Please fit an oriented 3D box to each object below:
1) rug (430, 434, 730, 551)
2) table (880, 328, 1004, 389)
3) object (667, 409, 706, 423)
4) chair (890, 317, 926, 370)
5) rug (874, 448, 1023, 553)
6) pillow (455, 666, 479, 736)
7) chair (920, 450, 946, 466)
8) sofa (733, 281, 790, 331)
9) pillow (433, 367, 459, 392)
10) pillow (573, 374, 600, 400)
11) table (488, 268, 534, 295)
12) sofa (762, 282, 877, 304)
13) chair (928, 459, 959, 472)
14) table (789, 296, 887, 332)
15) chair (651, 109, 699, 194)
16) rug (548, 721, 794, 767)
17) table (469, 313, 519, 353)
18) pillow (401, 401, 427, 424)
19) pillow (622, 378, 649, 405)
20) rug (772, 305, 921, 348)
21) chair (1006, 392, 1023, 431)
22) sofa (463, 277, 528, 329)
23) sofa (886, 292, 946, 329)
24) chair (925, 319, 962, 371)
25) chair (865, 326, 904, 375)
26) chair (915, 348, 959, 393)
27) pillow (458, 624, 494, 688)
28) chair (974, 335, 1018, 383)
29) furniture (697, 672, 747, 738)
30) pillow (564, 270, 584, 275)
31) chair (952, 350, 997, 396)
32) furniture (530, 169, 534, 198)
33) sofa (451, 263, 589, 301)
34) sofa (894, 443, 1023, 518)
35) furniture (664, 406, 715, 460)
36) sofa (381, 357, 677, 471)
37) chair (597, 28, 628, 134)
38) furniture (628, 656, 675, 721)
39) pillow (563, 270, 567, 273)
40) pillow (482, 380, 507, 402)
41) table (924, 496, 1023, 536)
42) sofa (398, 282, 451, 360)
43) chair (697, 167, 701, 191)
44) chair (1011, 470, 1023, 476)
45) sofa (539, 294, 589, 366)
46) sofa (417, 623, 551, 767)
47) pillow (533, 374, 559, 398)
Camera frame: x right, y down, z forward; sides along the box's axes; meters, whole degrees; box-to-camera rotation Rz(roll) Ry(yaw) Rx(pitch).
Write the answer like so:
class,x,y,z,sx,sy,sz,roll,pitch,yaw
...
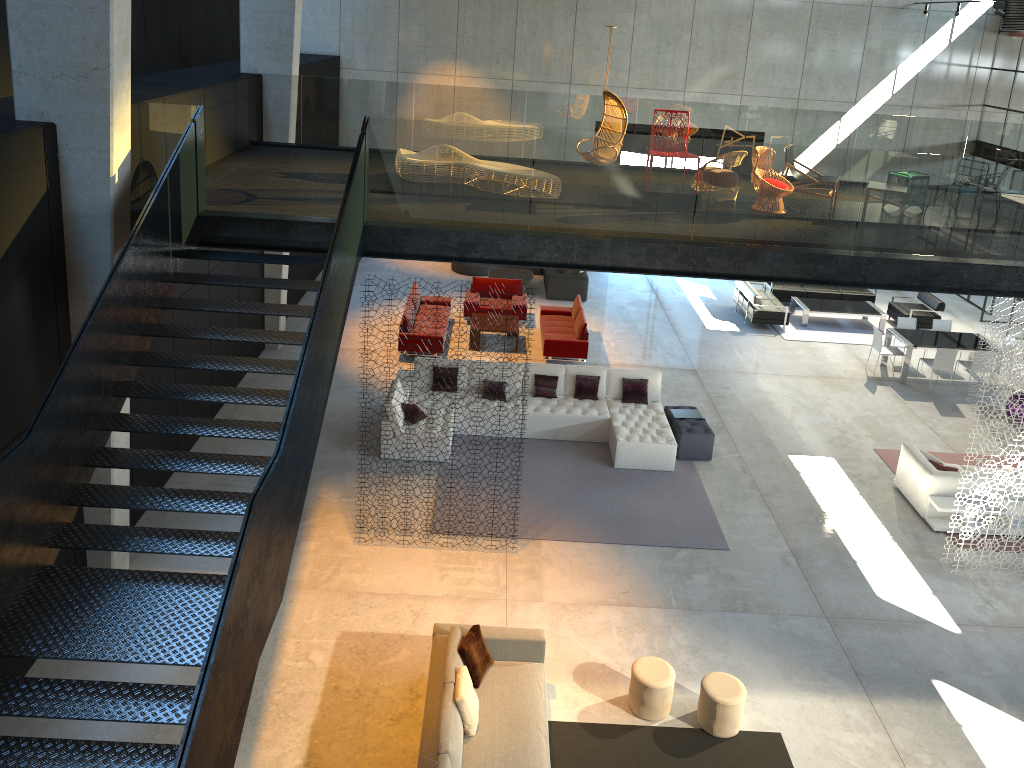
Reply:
class,x,y,z,sx,sy,sz,roll,pitch,yaw
rug,0.821,1.372,11.851,3.625,0.019,2.766,3,23,-1
table,8.078,-0.493,16.550,1.800,0.730,0.940,3,20,-1
object,2.627,0.492,13.229,0.517,0.096,0.314,1,22,-6
chair,7.730,-0.796,17.080,0.420,0.837,0.568,4,18,-2
rug,7.382,1.643,12.277,3.625,0.019,2.766,3,23,-1
pillow,-0.375,2.629,7.282,0.207,0.366,0.419,3,20,-3
chair,5.828,1.095,12.050,0.319,0.261,0.406,-6,23,-25
sofa,5.461,-1.806,19.257,0.820,0.728,1.726,3,22,-2
pillow,-1.027,-0.069,13.504,0.400,0.368,0.206,3,17,-2
pillow,1.159,0.054,13.548,0.406,0.363,0.200,3,17,-2
table,-0.038,-2.344,20.159,1.059,0.331,1.108,3,22,-2
sofa,7.162,-2.213,20.509,2.450,0.730,0.857,3,20,-1
chair,5.807,1.194,11.786,0.287,0.323,0.413,-15,27,-43
table,7.155,-1.542,19.340,1.800,0.393,0.941,3,22,-1
chair,2.076,-3.032,11.396,0.645,0.944,0.689,4,18,-2
rug,1.101,3.795,6.110,2.644,0.019,3.792,3,23,-1
table,-0.338,-0.982,16.744,0.910,0.407,0.952,3,22,-1
pillow,-1.416,0.366,12.486,0.342,0.277,0.356,13,22,23
pillow,1.903,0.113,13.559,0.413,0.332,0.245,3,18,-2
rug,7.305,-1.288,19.266,3.386,0.024,2.518,3,23,-1
chair,8.805,0.347,14.675,0.796,0.720,0.684,3,19,-1
sofa,-0.330,-1.684,17.950,1.282,0.784,0.851,3,20,-1
sofa,8.873,-1.602,19.330,0.820,0.730,0.993,3,20,-2
chair,8.428,-0.754,17.095,0.420,0.837,0.568,4,18,-2
chair,7.061,-0.605,16.514,0.545,0.838,0.437,4,17,-1
chair,7.734,-0.333,15.976,0.420,0.837,0.568,4,18,-2
pillow,-0.335,2.415,7.811,0.261,0.357,0.413,10,21,18
chair,9.101,-0.483,16.557,0.545,0.838,0.437,4,17,-1
furniture,1.887,2.887,7.910,0.401,0.385,0.418,0,20,-11
pillow,1.388,-2.529,20.064,0.552,0.362,0.662,11,22,19
chair,8.433,-0.292,15.991,0.420,0.837,0.568,4,18,-2
furniture,-0.458,-2.898,11.735,2.510,0.455,0.946,13,23,20
sofa,0.117,-2.761,20.872,3.186,0.547,2.952,3,22,-1
sofa,6.463,1.376,11.932,2.135,0.645,0.990,3,21,-1
furniture,2.627,0.719,13.142,0.508,0.437,1.003,2,22,-6
sofa,0.262,0.400,12.998,4.146,0.838,1.907,3,22,-1
chair,1.198,-3.691,11.308,0.600,1.710,0.661,-4,19,-26
furniture,1.278,2.788,8.047,0.402,0.385,0.416,8,20,12
pillow,1.367,-2.830,20.849,0.322,0.300,0.426,4,20,0
pillow,-0.267,0.105,13.441,0.383,0.223,0.340,3,21,-1
table,6.216,1.740,11.397,1.567,0.356,0.313,3,19,-1
sofa,-1.624,-1.235,16.667,0.815,0.781,2.398,3,22,-2
chair,2.807,-2.887,11.959,0.522,0.681,0.769,-6,22,-27
chair,6.826,1.254,11.792,0.392,0.306,0.281,-1,20,-14
sofa,0.973,-1.081,16.722,0.815,0.782,2.052,3,22,-2
sofa,-0.211,2.923,7.080,1.052,0.694,2.441,3,22,-2
pillow,0.518,0.047,13.539,0.383,0.322,0.228,4,18,1
